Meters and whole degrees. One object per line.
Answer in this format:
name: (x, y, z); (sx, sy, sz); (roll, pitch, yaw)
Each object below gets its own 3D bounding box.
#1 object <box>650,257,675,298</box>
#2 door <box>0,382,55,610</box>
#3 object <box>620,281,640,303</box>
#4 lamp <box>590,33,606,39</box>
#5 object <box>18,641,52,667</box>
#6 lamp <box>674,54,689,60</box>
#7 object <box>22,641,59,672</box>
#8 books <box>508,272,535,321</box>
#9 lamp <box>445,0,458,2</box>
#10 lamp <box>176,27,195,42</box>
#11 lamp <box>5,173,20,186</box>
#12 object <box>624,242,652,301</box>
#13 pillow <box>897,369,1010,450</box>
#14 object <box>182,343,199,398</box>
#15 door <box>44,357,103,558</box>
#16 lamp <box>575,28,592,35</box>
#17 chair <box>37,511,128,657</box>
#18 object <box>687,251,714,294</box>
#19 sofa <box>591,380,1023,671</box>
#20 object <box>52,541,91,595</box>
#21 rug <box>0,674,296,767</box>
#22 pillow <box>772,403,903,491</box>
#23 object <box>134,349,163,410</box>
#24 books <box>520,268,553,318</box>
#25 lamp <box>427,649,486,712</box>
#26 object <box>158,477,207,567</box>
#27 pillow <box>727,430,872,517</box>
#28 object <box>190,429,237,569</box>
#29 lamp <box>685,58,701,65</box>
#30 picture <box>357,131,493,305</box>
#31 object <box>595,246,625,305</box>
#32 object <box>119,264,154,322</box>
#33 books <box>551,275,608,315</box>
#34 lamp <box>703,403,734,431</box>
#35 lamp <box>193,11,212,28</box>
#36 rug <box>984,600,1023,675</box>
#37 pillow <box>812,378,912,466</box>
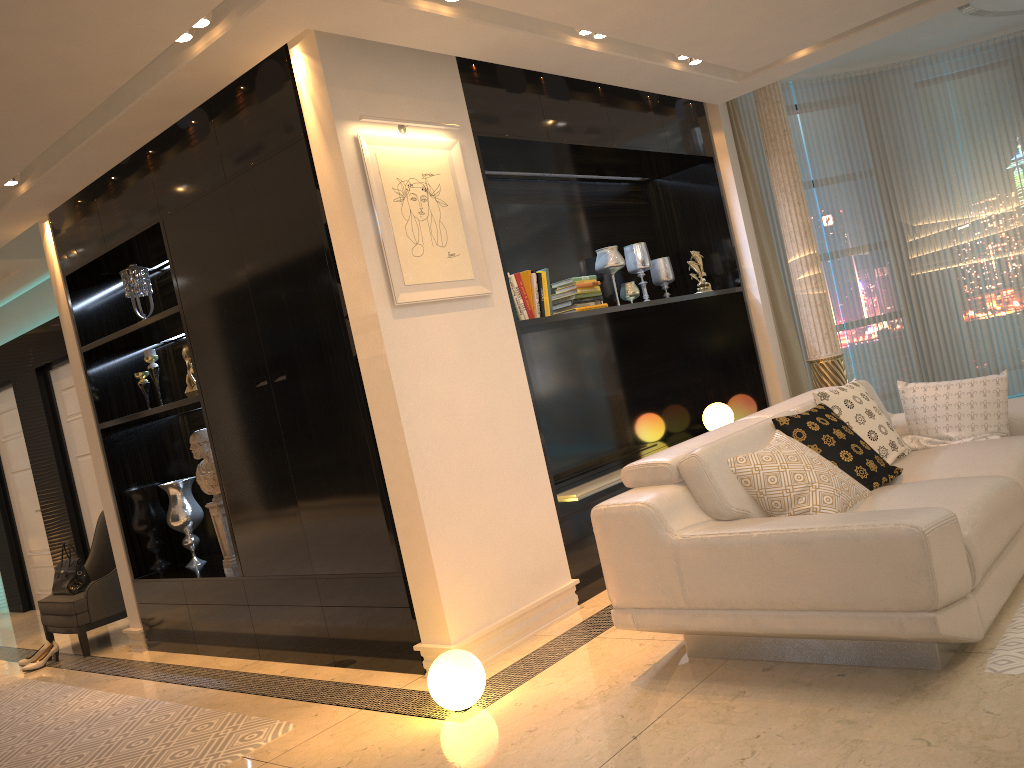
object: (1.039, -0.697, 6.057); (0.147, 0.317, 0.147); (-12, 1, 43)
door: (-4.275, 1.007, 7.822); (0.919, 2.034, 0.089); (-12, 1, 41)
object: (0.736, -0.553, 5.522); (0.119, 0.154, 0.119); (-13, 1, -39)
lamp: (0.422, -1.745, 4.303); (0.107, 0.127, 0.107); (-12, 1, 22)
object: (-3.082, 1.741, 5.737); (0.235, 0.135, 0.084); (-13, 1, -1)
lamp: (0.947, -1.869, 4.921); (0.107, 0.127, 0.107); (-12, 1, 22)
object: (-2.967, 1.717, 5.583); (0.084, 0.135, 0.235); (-12, 1, 43)
books: (-0.063, -0.423, 4.485); (0.208, 0.270, 0.240); (-12, 1, 41)
lamp: (-0.242, -1.589, 3.521); (0.107, 0.127, 0.107); (-13, 1, -38)
lamp: (-1.257, -1.361, 3.349); (0.107, 0.127, 0.107); (-12, 1, 22)
lamp: (-2.581, -1.081, 4.538); (0.107, 0.127, 0.107); (-12, 1, 22)
object: (0.857, -0.711, 5.866); (0.156, 0.426, 0.156); (-13, 1, -44)
pillow: (1.989, 0.117, 4.063); (0.281, 0.325, 0.521); (-13, 1, -39)
object: (-1.788, -0.072, 4.962); (0.116, 0.318, 0.113); (-12, 1, 41)
door: (-3.212, 0.781, 6.874); (0.919, 2.034, 0.089); (-12, 1, 41)
lamp: (0.343, -1.727, 4.211); (0.107, 0.127, 0.107); (-13, 1, -38)
chair: (-2.798, 1.281, 6.020); (0.625, 0.898, 0.702); (-12, 1, 42)
object: (1.248, -0.744, 5.927); (0.116, 0.293, 0.182); (-12, 1, 38)
sofa: (1.470, 0.434, 3.657); (1.145, 0.754, 2.328); (-12, 1, 41)
object: (-2.948, 1.216, 5.887); (0.366, 0.345, 0.168); (-12, 1, 40)
rug: (-3.166, 1.834, 4.543); (5.025, 0.015, 1.526); (-12, 1, 41)
pillow: (1.352, 0.250, 3.639); (0.323, 0.355, 0.524); (-12, 1, 42)
object: (-2.131, -0.019, 5.214); (0.176, 0.361, 0.079); (-12, 1, 22)
books: (0.083, -0.453, 4.662); (0.212, 0.261, 0.210); (-12, 1, 41)
lamp: (-0.203, 1.087, 3.260); (0.213, 0.214, 0.212); (-13, 1, -9)
object: (-1.987, 0.847, 5.414); (0.221, 0.522, 0.221); (-13, 1, -44)
pillow: (1.074, 0.351, 3.288); (0.351, 0.329, 0.521); (-12, 1, 41)
object: (-1.634, 0.637, 4.997); (0.221, 0.794, 0.308); (-13, 1, -22)
lamp: (1.029, -1.876, 5.023); (0.107, 0.127, 0.107); (-12, 1, 22)
picture: (-0.368, -0.723, 3.867); (0.027, 0.729, 0.610); (-12, 1, 41)
object: (0.620, -0.643, 5.430); (0.181, 0.381, 0.181); (-12, 1, 35)
object: (-2.095, -0.503, 4.987); (0.155, 0.347, 0.155); (-12, 1, 21)
books: (0.356, -0.488, 5.012); (0.260, 0.197, 0.296); (-12, 1, 44)
lamp: (1.431, 0.236, 6.154); (0.212, 0.214, 0.213); (-13, 1, 2)
lamp: (-1.163, -1.381, 3.264); (0.107, 0.127, 0.107); (-12, 1, 22)
rug: (2.966, 0.499, 2.295); (2.900, 0.020, 1.661); (-12, 1, 41)
pillow: (1.610, 0.173, 4.012); (0.255, 0.399, 0.526); (-12, 1, 41)
